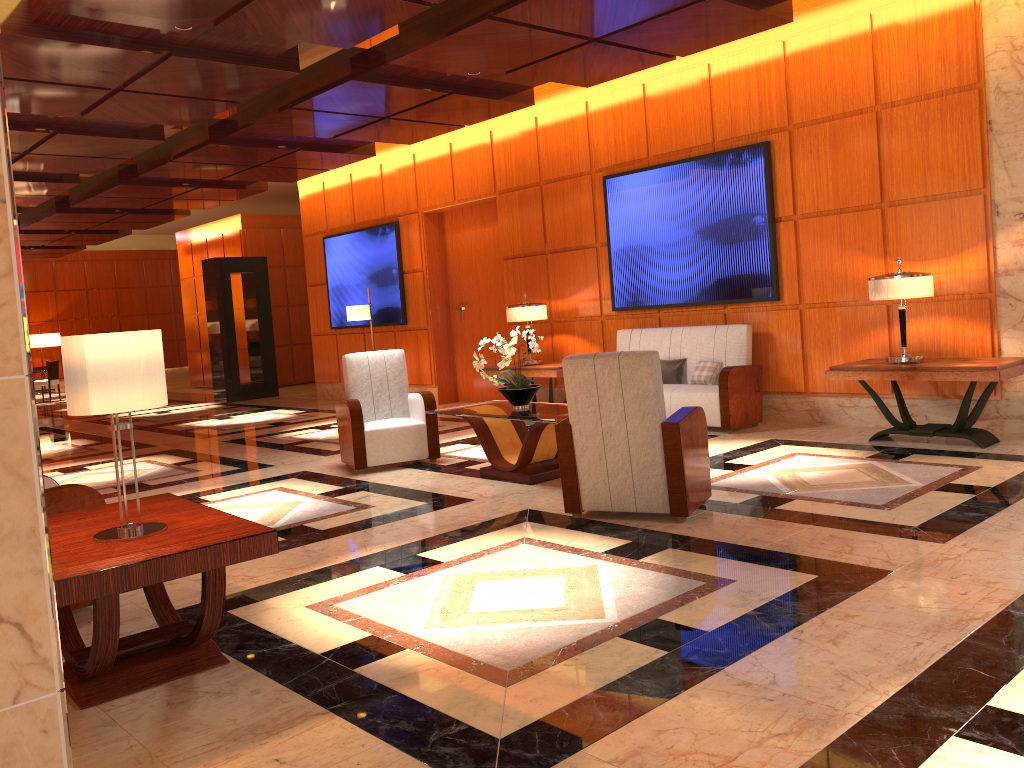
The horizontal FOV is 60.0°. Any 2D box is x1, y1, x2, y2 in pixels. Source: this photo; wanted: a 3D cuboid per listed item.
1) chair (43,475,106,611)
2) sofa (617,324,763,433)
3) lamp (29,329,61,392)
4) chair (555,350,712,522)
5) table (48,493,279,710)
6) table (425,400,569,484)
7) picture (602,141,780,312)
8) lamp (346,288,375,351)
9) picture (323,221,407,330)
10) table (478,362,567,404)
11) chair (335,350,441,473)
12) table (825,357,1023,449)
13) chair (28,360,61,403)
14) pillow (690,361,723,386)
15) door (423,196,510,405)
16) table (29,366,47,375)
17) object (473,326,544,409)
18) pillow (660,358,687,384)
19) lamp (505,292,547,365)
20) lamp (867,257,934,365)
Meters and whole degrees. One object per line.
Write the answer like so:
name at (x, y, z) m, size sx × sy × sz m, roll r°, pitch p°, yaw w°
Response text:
chair at (-2.340, 0.588, 4.159) m, size 0.630 × 0.959 × 0.737 m, roll -7°, pitch 5°, yaw -43°
sofa at (1.506, -0.074, 8.603) m, size 0.614 × 0.930 × 1.798 m, roll -7°, pitch 5°, yaw -41°
lamp at (-12.219, -0.628, 23.186) m, size 0.811 × 1.658 × 0.812 m, roll -4°, pitch 3°, yaw -2°
chair at (0.694, 0.271, 5.151) m, size 0.737 × 0.959 × 0.630 m, roll -3°, pitch 4°, yaw 27°
table at (-1.452, 0.809, 3.359) m, size 0.726 × 0.533 × 1.167 m, roll -8°, pitch 6°, yaw -39°
table at (0.101, 0.436, 6.617) m, size 0.724 × 0.495 × 1.560 m, roll -8°, pitch 6°, yaw -39°
picture at (1.714, -1.494, 8.813) m, size 0.057 × 1.449 × 1.996 m, roll -7°, pitch 5°, yaw -42°
lamp at (-1.873, -0.429, 11.615) m, size 0.359 × 1.658 × 0.528 m, roll -2°, pitch 4°, yaw 38°
picture at (-2.216, -1.566, 13.159) m, size 0.057 × 1.449 × 1.996 m, roll -7°, pitch 5°, yaw -42°
table at (0.324, 0.085, 9.834) m, size 0.727 × 0.605 × 1.270 m, roll -8°, pitch 6°, yaw -42°
chair at (-1.086, 0.201, 7.562) m, size 0.739 × 0.959 × 0.629 m, roll -6°, pitch 4°, yaw -23°
table at (3.155, 0.137, 6.703) m, size 0.727 × 0.605 × 1.270 m, roll -8°, pitch 6°, yaw -42°
chair at (-9.968, -0.050, 18.922) m, size 0.576 × 0.892 × 0.586 m, roll -4°, pitch 3°, yaw 1°
pillow at (1.816, -0.096, 8.308) m, size 0.203 × 0.229 × 0.273 m, roll -7°, pitch 5°, yaw -39°
door at (-0.475, -1.038, 11.673) m, size 0.341 × 2.646 × 1.537 m, roll -7°, pitch 4°, yaw -42°
table at (-10.958, 0.070, 19.133) m, size 0.783 × 0.740 × 2.114 m, roll -3°, pitch 5°, yaw 19°
object at (0.021, -0.126, 6.717) m, size 0.417 × 0.616 × 0.790 m, roll -3°, pitch 4°, yaw 25°
pillow at (1.541, -0.120, 8.662) m, size 0.357 × 0.252 × 0.160 m, roll 0°, pitch 5°, yaw 45°
lamp at (0.173, -0.619, 9.806) m, size 0.458 × 0.792 × 0.460 m, roll -4°, pitch 3°, yaw 10°
lamp at (2.960, -0.561, 6.725) m, size 0.459 × 0.808 × 0.459 m, roll -6°, pitch 4°, yaw -33°
